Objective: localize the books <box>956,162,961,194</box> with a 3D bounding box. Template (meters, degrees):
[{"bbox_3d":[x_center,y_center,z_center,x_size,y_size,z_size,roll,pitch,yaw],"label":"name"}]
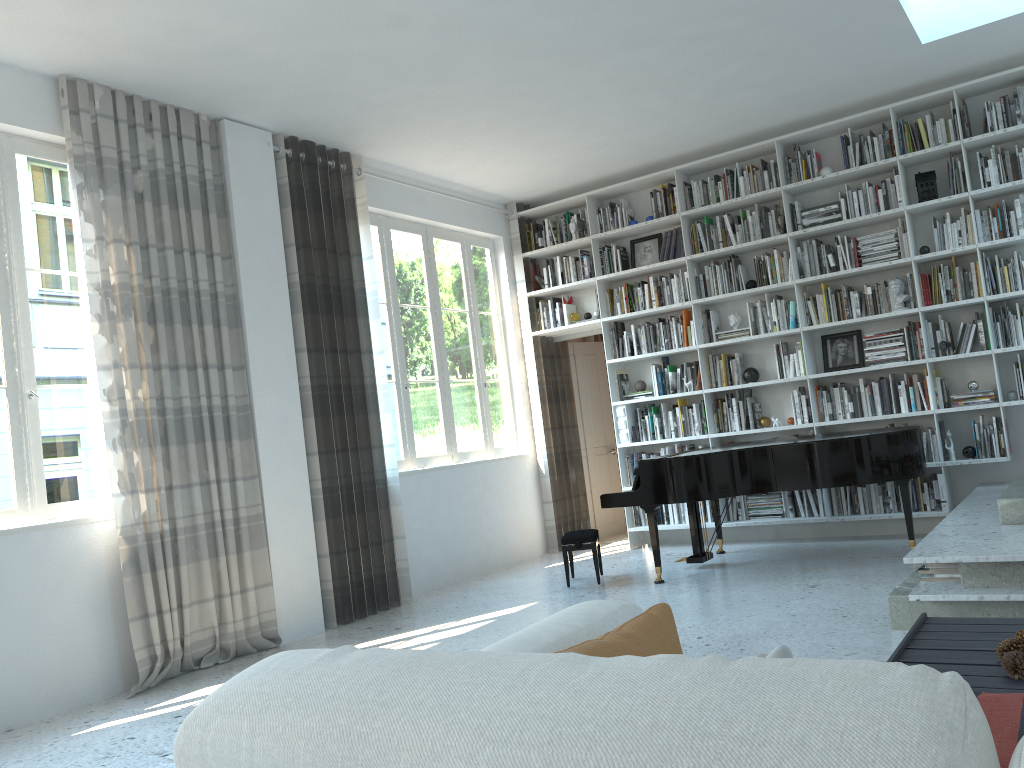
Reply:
[{"bbox_3d":[3.197,-1.449,6.331,0.005,0.255,0.158,-9,-4,33],"label":"books"}]

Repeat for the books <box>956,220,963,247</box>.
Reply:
[{"bbox_3d":[3.207,-1.055,6.335,0.029,0.211,0.157,-9,-4,33],"label":"books"}]

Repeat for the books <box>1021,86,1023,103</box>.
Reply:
[{"bbox_3d":[3.547,-1.894,6.117,0.017,0.295,0.139,-9,-4,33],"label":"books"}]

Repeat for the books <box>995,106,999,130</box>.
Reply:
[{"bbox_3d":[3.407,-1.826,6.213,0.009,0.205,0.146,-9,-4,33],"label":"books"}]

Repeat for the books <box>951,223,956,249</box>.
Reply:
[{"bbox_3d":[3.174,-1.042,6.354,0.024,0.195,0.172,-9,-4,33],"label":"books"}]

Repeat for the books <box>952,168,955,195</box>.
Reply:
[{"bbox_3d":[3.180,-1.425,6.358,0.024,0.217,0.168,-9,-4,33],"label":"books"}]

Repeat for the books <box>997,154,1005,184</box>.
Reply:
[{"bbox_3d":[3.422,-1.473,6.195,0.012,0.235,0.165,-9,-4,33],"label":"books"}]

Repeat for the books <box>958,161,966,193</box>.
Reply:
[{"bbox_3d":[3.209,-1.448,6.307,0.013,0.248,0.186,-9,-4,33],"label":"books"}]

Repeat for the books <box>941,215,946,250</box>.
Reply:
[{"bbox_3d":[3.129,-1.074,6.402,0.019,0.275,0.146,-9,-4,33],"label":"books"}]

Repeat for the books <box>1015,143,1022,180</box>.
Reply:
[{"bbox_3d":[3.516,-1.513,6.141,0.013,0.284,0.154,-9,-4,33],"label":"books"}]

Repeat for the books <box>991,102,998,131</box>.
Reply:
[{"bbox_3d":[3.382,-1.836,6.196,0.013,0.229,0.174,-9,-4,33],"label":"books"}]

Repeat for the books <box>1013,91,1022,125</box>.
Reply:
[{"bbox_3d":[3.492,-1.869,6.112,0.028,0.258,0.184,-9,-4,33],"label":"books"}]

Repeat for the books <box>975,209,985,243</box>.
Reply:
[{"bbox_3d":[3.312,-1.094,6.263,0.028,0.251,0.190,-9,-4,33],"label":"books"}]

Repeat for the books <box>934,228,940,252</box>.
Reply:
[{"bbox_3d":[3.083,-1.022,6.414,0.028,0.185,0.181,-9,-4,33],"label":"books"}]

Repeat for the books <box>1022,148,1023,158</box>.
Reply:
[{"bbox_3d":[3.547,-1.495,6.105,0.023,0.236,0.149,-9,-4,33],"label":"books"}]

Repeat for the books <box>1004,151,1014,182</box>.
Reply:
[{"bbox_3d":[3.458,-1.483,6.158,0.027,0.241,0.160,-9,-4,33],"label":"books"}]

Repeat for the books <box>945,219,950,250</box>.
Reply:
[{"bbox_3d":[3.150,-1.058,6.382,0.023,0.236,0.178,-9,-4,33],"label":"books"}]

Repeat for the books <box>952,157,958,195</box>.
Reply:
[{"bbox_3d":[3.172,-1.462,6.337,0.021,0.288,0.179,-9,-4,33],"label":"books"}]

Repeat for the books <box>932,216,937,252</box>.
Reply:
[{"bbox_3d":[3.078,-1.071,6.442,0.019,0.285,0.159,-9,-4,33],"label":"books"}]

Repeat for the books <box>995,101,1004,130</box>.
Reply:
[{"bbox_3d":[3.414,-1.838,6.190,0.028,0.226,0.163,-9,-4,33],"label":"books"}]

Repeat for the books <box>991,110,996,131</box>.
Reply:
[{"bbox_3d":[3.382,-1.811,6.211,0.009,0.183,0.160,-9,-4,33],"label":"books"}]

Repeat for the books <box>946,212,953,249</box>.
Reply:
[{"bbox_3d":[3.149,-1.079,6.355,0.028,0.275,0.186,-9,-4,33],"label":"books"}]

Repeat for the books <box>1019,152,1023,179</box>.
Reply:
[{"bbox_3d":[3.535,-1.482,6.127,0.025,0.216,0.144,-9,-4,33],"label":"books"}]

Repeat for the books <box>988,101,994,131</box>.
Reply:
[{"bbox_3d":[3.375,-1.846,6.227,0.012,0.255,0.133,-9,-4,33],"label":"books"}]

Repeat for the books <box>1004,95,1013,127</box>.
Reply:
[{"bbox_3d":[3.459,-1.861,6.162,0.021,0.256,0.168,-9,-4,33],"label":"books"}]

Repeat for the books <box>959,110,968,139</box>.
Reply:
[{"bbox_3d":[3.224,-1.810,6.303,0.033,0.229,0.175,-9,-4,33],"label":"books"}]

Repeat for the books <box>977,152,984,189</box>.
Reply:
[{"bbox_3d":[3.314,-1.481,6.255,0.012,0.285,0.159,-9,-4,33],"label":"books"}]

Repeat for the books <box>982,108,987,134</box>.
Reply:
[{"bbox_3d":[3.324,-1.814,6.232,0.046,0.206,0.183,-9,-4,33],"label":"books"}]

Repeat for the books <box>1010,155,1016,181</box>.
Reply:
[{"bbox_3d":[3.486,-1.473,6.162,0.014,0.215,0.132,-9,-4,33],"label":"books"}]

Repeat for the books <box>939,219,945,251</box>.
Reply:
[{"bbox_3d":[3.118,-1.059,6.409,0.028,0.250,0.164,-9,-4,33],"label":"books"}]

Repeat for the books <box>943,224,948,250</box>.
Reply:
[{"bbox_3d":[3.142,-1.042,6.394,0.023,0.207,0.171,-9,-4,33],"label":"books"}]

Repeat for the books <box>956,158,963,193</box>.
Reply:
[{"bbox_3d":[3.218,-1.467,6.351,0.013,0.288,0.131,-9,-4,33],"label":"books"}]

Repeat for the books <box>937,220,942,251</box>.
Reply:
[{"bbox_3d":[3.107,-1.054,6.423,0.024,0.242,0.159,-9,-4,33],"label":"books"}]

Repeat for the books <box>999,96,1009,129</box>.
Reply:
[{"bbox_3d":[3.436,-1.857,6.175,0.030,0.255,0.161,-9,-4,33],"label":"books"}]

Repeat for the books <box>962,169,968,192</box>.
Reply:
[{"bbox_3d":[3.248,-1.427,6.336,0.015,0.200,0.130,-9,-4,33],"label":"books"}]

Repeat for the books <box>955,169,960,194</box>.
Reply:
[{"bbox_3d":[3.198,-1.426,6.344,0.013,0.210,0.140,-9,-4,33],"label":"books"}]

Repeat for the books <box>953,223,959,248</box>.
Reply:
[{"bbox_3d":[3.191,-1.045,6.346,0.027,0.196,0.185,-9,-4,33],"label":"books"}]

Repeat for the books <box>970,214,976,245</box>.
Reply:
[{"bbox_3d":[3.281,-1.081,6.293,0.026,0.237,0.173,-9,-4,33],"label":"books"}]

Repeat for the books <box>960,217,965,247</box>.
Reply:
[{"bbox_3d":[3.225,-1.069,6.331,0.024,0.233,0.149,-9,-4,33],"label":"books"}]

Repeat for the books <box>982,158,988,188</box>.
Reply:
[{"bbox_3d":[3.343,-1.462,6.254,0.012,0.239,0.138,-9,-4,33],"label":"books"}]

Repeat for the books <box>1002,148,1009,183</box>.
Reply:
[{"bbox_3d":[3.452,-1.498,6.190,0.013,0.276,0.133,-9,-4,33],"label":"books"}]

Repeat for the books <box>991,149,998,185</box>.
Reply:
[{"bbox_3d":[3.389,-1.492,6.214,0.011,0.283,0.173,-9,-4,33],"label":"books"}]

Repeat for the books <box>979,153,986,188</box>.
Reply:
[{"bbox_3d":[3.334,-1.480,6.266,0.011,0.279,0.133,-9,-4,33],"label":"books"}]

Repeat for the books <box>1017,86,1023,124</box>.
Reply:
[{"bbox_3d":[3.524,-1.890,6.118,0.024,0.292,0.167,-9,-4,33],"label":"books"}]

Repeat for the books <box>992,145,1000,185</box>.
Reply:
[{"bbox_3d":[3.394,-1.505,6.202,0.014,0.306,0.152,-9,-4,33],"label":"books"}]

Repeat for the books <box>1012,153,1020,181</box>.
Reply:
[{"bbox_3d":[3.505,-1.480,6.153,0.028,0.223,0.142,-9,-4,33],"label":"books"}]

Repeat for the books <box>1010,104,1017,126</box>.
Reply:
[{"bbox_3d":[3.494,-1.832,6.161,0.031,0.190,0.132,-9,-4,33],"label":"books"}]

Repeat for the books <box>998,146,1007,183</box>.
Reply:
[{"bbox_3d":[3.434,-1.505,6.194,0.021,0.296,0.138,-9,-4,33],"label":"books"}]

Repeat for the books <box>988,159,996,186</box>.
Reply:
[{"bbox_3d":[3.369,-1.452,6.208,0.026,0.207,0.181,-9,-4,33],"label":"books"}]

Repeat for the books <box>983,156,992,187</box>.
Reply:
[{"bbox_3d":[3.355,-1.466,6.238,0.026,0.243,0.148,-9,-4,33],"label":"books"}]

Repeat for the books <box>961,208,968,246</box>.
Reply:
[{"bbox_3d":[3.237,-1.101,6.325,0.028,0.293,0.154,-9,-4,33],"label":"books"}]

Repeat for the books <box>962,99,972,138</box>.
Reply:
[{"bbox_3d":[3.232,-1.849,6.287,0.019,0.304,0.176,-9,-4,33],"label":"books"}]

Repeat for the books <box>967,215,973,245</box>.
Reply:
[{"bbox_3d":[3.258,-1.074,6.290,0.028,0.229,0.176,-9,-4,33],"label":"books"}]

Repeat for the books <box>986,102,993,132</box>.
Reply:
[{"bbox_3d":[3.361,-1.839,6.225,0.011,0.244,0.172,-9,-4,33],"label":"books"}]

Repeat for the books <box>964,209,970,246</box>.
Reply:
[{"bbox_3d":[3.250,-1.095,6.314,0.025,0.277,0.173,-9,-4,33],"label":"books"}]

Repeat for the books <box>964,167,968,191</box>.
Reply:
[{"bbox_3d":[3.236,-1.435,6.289,0.008,0.213,0.223,-9,-4,33],"label":"books"}]

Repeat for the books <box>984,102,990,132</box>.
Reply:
[{"bbox_3d":[3.348,-1.837,6.223,0.009,0.244,0.173,-9,-4,33],"label":"books"}]

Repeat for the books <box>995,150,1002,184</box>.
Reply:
[{"bbox_3d":[3.406,-1.488,6.194,0.010,0.268,0.166,-9,-4,33],"label":"books"}]

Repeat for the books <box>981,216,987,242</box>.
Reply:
[{"bbox_3d":[3.347,-1.076,6.274,0.013,0.210,0.140,-9,-4,33],"label":"books"}]
